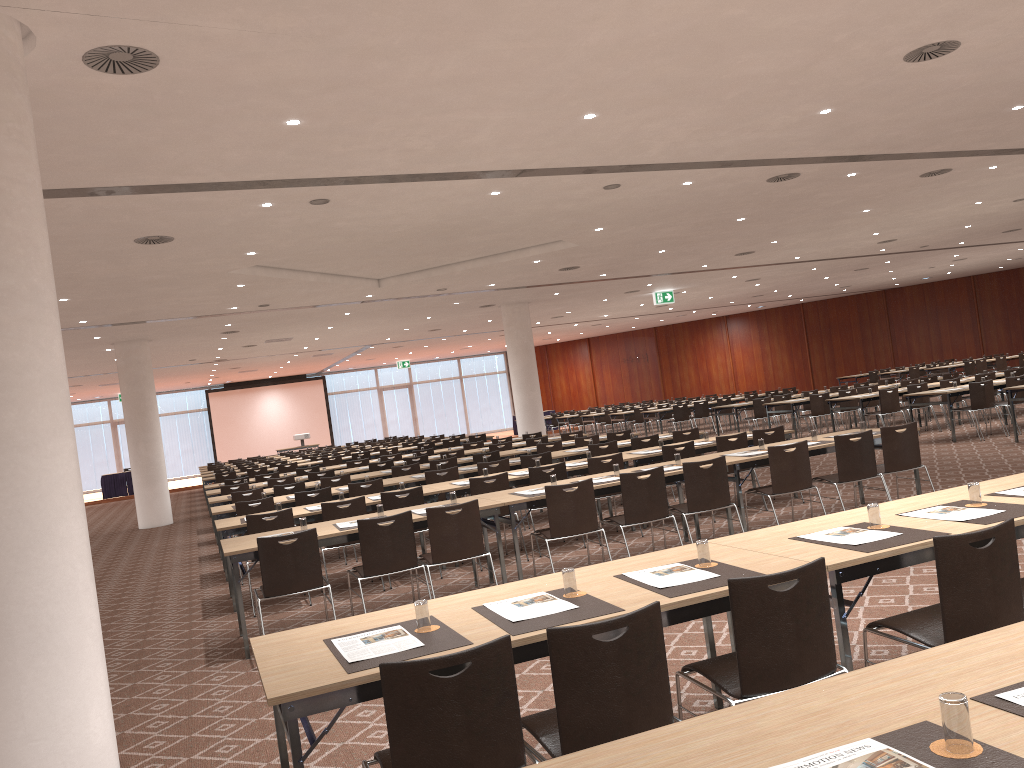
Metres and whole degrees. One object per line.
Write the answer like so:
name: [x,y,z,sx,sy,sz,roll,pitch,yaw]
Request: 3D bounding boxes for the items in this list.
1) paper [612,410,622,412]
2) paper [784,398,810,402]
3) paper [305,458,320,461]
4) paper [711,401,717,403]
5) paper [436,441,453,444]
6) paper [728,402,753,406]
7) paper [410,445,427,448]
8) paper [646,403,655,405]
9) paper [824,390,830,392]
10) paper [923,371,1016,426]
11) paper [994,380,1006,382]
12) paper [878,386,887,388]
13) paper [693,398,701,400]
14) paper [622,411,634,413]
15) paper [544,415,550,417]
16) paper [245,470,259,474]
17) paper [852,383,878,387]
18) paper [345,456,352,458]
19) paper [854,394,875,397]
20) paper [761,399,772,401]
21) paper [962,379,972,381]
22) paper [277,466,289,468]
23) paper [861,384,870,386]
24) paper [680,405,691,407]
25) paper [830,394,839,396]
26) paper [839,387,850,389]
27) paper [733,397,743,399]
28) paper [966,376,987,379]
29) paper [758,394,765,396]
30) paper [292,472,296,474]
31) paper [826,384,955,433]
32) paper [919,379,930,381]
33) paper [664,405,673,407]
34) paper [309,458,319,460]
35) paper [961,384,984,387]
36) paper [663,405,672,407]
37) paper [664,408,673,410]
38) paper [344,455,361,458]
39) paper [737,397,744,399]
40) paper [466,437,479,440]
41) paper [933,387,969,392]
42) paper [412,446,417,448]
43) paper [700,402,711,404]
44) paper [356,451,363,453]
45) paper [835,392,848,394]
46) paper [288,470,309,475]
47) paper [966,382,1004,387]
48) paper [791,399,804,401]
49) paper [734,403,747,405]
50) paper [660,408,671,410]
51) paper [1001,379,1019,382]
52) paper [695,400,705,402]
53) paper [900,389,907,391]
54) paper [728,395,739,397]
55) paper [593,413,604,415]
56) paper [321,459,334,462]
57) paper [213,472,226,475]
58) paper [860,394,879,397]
paper: [3.339,0.840,27.796,0.283,0.006,0.398,-7,-1,-24]
paper: [6.019,0.336,18.590,0.460,0.003,0.566,-7,-1,-22]
paper: [-5.003,1.907,22.506,0.460,0.003,0.566,-7,-1,-22]
paper: [5.385,0.509,24.237,0.460,0.003,0.566,-8,-1,-19]
paper: [-1.616,1.429,21.624,0.460,0.003,0.566,-8,-1,-19]
paper: [5.346,0.457,20.483,0.460,0.003,0.566,-8,-1,-18]
paper: [-2.188,1.505,21.434,0.460,0.003,0.566,-7,-1,-20]
paper: [4.761,0.686,30.447,0.283,0.006,0.398,-7,-1,-20]
paper: [7.479,0.176,21.267,0.460,0.003,0.566,-7,-1,-23]
paper: [9.433,0.278,17.863,2.266,0.833,0.953,-8,-1,-20]
paper: [8.516,-0.061,15.312,0.283,0.006,0.398,-7,-1,-21]
paper: [8.083,0.062,19.440,0.283,0.006,0.398,-8,-1,-19]
paper: [6.066,0.482,28.790,0.283,0.006,0.398,-8,-1,-19]
paper: [3.465,0.794,25.628,0.460,0.003,0.566,-7,-1,-23]
paper: [1.368,1.200,33.371,0.460,0.003,0.566,-7,-1,-19]
paper: [-5.815,1.981,20.073,0.460,0.003,0.566,-7,-1,-21]
paper: [8.660,0.021,21.716,0.460,0.003,0.566,-7,-1,-23]
paper: [-3.766,1.709,20.891,0.283,0.006,0.398,-7,-1,-22]
paper: [6.624,0.220,16.749,0.283,0.006,0.398,-7,-1,-23]
paper: [5.889,0.383,20.757,0.283,0.006,0.398,-7,-1,-22]
paper: [8.832,-0.066,17.528,0.460,0.003,0.566,-8,-1,-18]
paper: [-5.286,1.909,20.344,0.283,0.006,0.398,-7,-1,-21]
paper: [8.593,0.027,21.724,0.283,0.006,0.398,-7,-1,-21]
paper: [4.713,0.595,24.054,0.283,0.006,0.398,-8,-1,-17]
paper: [6.633,0.255,18.824,0.460,0.003,0.566,-8,-1,-19]
paper: [8.014,0.103,21.507,0.283,0.006,0.398,-8,-1,-18]
paper: [6.193,0.400,24.606,0.283,0.006,0.398,-7,-1,-21]
paper: [9.358,-0.139,17.763,0.283,0.006,0.398,-7,-1,-20]
paper: [6.869,0.314,24.784,0.460,0.003,0.566,-7,-1,-23]
paper: [-4.094,1.695,17.052,0.283,0.006,0.398,-7,-1,-20]
paper: [7.321,0.556,17.083,2.266,0.833,0.953,-8,-1,-20]
paper: [9.299,-0.098,19.882,0.283,0.006,0.398,-7,-1,-21]
paper: [4.694,0.633,26.112,0.460,0.003,0.566,-8,-1,-19]
paper: [-5.089,1.916,22.577,0.283,0.006,0.398,-7,-1,-21]
paper: [7.916,0.019,15.138,0.283,0.006,0.398,-8,-1,-19]
paper: [4.613,0.640,26.130,0.283,0.006,0.398,-7,-1,-20]
paper: [4.165,0.669,23.776,0.460,0.003,0.566,-8,-1,-19]
paper: [-3.727,1.707,20.867,0.460,0.003,0.566,-7,-1,-21]
paper: [6.275,0.392,24.546,0.460,0.003,0.566,-7,-1,-23]
paper: [-0.996,1.348,21.863,0.460,0.003,0.566,-7,-1,-23]
paper: [7.387,0.091,14.843,0.460,0.003,0.566,-8,-1,-19]
paper: [-2.281,1.514,21.463,0.283,0.006,0.398,-8,-1,-18]
paper: [5.288,0.518,24.227,0.283,0.006,0.398,-7,-1,-20]
paper: [-3.871,1.755,22.987,0.283,0.006,0.398,-8,-1,-19]
paper: [7.187,0.179,19.092,0.283,0.006,0.398,-7,-1,-20]
paper: [-4.039,1.690,17.005,0.460,0.003,0.566,-7,-1,-23]
paper: [7.981,0.012,15.057,0.460,0.003,0.566,-8,-1,-19]
paper: [5.960,0.340,18.635,0.283,0.006,0.398,-7,-1,-20]
paper: [5.265,0.464,20.497,0.283,0.006,0.398,-7,-1,-21]
paper: [4.091,0.676,23.802,0.283,0.006,0.398,-8,-1,-19]
paper: [8.630,-0.073,15.282,0.460,0.003,0.566,-8,-1,-17]
paper: [5.546,0.518,26.487,0.283,0.006,0.398,-7,-1,-20]
paper: [7.320,0.132,16.964,0.460,0.003,0.566,-7,-1,-20]
paper: [6.711,0.364,26.906,0.283,0.006,0.398,-7,-1,-20]
paper: [2.810,0.913,27.524,0.460,0.003,0.566,-8,-1,-19]
paper: [-4.293,1.781,20.635,0.460,0.003,0.566,-7,-1,-20]
paper: [-7.087,2.181,21.729,0.460,0.003,0.566,-7,-1,-20]
paper: [6.728,0.210,16.711,0.460,0.003,0.566,-7,-1,-21]
